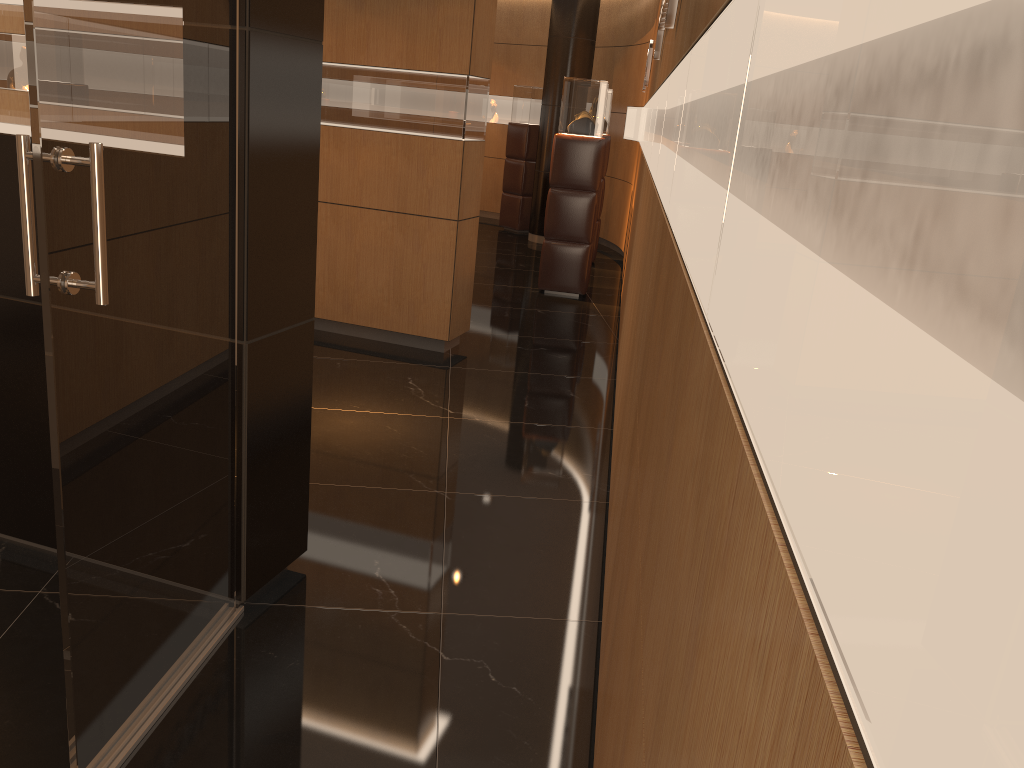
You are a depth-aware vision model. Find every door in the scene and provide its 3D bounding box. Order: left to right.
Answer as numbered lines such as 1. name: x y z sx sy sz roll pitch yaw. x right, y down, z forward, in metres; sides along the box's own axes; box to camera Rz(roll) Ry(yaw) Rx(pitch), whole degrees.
1. door: -0.882 -0.449 1.260 0.098 3.285 2.473 7 17 5

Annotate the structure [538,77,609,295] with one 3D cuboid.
1. structure: 0.603 -1.884 8.510 0.498 1.968 0.484 7 17 5

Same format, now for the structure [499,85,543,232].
1. structure: 0.212 -3.195 12.675 0.484 2.000 0.498 -8 22 -38

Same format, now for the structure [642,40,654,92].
1. structure: 1.390 -3.247 9.068 0.034 0.442 2.050 7 17 5

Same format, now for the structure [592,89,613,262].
1. structure: 0.869 -2.455 10.495 0.498 2.000 0.484 7 17 5

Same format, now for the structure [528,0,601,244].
1. structure: 0.686 -3.581 11.646 0.613 3.430 0.613 9 17 9

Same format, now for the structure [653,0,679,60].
1. structure: 0.680 -1.696 3.825 0.034 0.442 2.050 7 17 5
